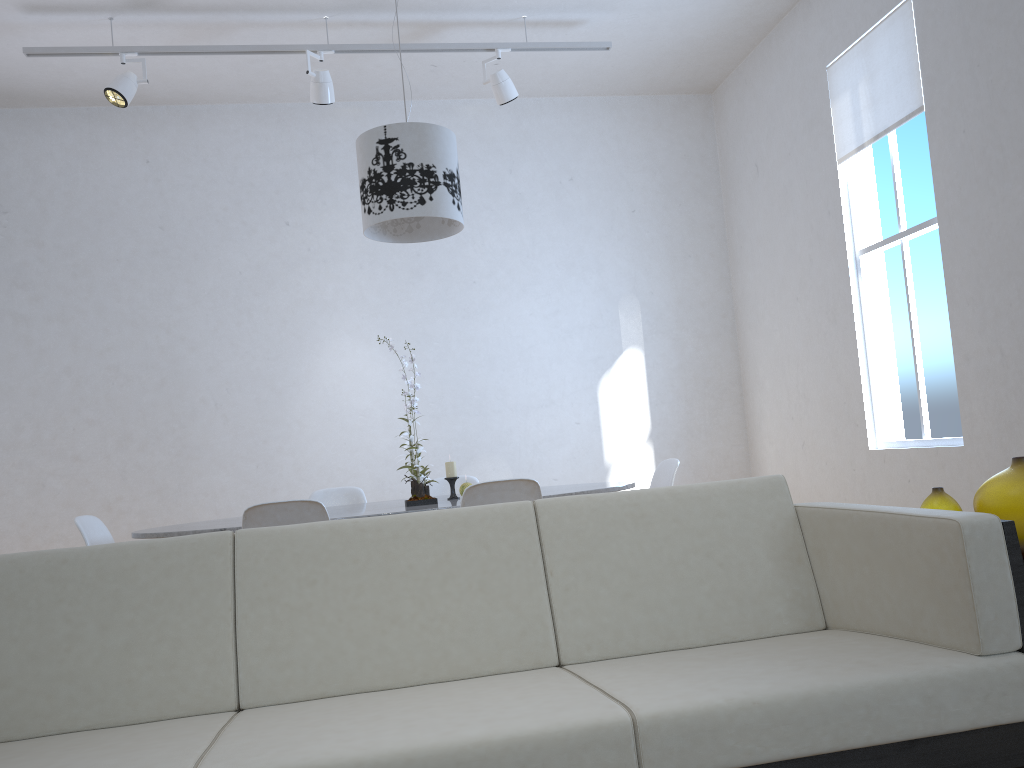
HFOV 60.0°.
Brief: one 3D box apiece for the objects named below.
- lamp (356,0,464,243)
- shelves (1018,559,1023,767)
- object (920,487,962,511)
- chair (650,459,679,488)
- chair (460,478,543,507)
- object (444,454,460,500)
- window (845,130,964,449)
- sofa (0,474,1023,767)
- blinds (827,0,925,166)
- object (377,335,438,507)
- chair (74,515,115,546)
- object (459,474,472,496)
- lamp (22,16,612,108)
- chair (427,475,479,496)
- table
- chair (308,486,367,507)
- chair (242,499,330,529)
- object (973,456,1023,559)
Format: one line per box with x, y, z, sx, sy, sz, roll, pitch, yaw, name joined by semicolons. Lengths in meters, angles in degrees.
-0.460;-1.374;3.560;0.399;1.535;0.401;-3;-4;-44;lamp
1.078;0.601;1.894;0.349;0.450;0.731;-5;-4;-10;shelves
0.964;0.312;1.988;0.096;0.160;0.095;-7;-4;31;object
0.470;0.496;3.589;0.419;0.351;0.406;-5;-4;-8;chair
-0.053;0.502;3.059;0.405;0.351;0.420;-5;-4;-11;chair
-0.238;0.364;3.487;0.059;0.176;0.059;-4;-3;-25;object
1.981;-0.745;4.483;0.074;2.125;0.776;-5;-3;-10;window
-0.081;0.533;0.987;5.334;0.678;9.747;-4;-5;-10;sofa
1.830;-1.508;4.506;0.007;0.555;0.763;-5;-4;-10;blinds
-0.364;0.134;3.292;0.166;0.637;0.202;-6;-3;18;object
-1.355;0.639;3.263;0.419;0.351;0.406;-5;-4;-8;chair
-0.180;0.404;3.521;0.063;0.091;0.062;-8;-4;37;object
-0.959;-1.745;4.812;3.115;0.486;0.205;-4;-3;-13;lamp
-0.251;0.601;4.064;0.405;0.351;0.420;-5;-4;-8;chair
-0.424;0.777;3.409;1.909;0.621;1.073;-4;-4;-11;table
-0.777;0.644;3.983;0.405;0.351;0.420;-5;-4;-12;chair
-0.724;0.557;2.961;0.405;0.351;0.420;-5;-4;-7;chair
1.111;0.264;1.909;0.207;0.215;0.207;-8;-4;31;object
